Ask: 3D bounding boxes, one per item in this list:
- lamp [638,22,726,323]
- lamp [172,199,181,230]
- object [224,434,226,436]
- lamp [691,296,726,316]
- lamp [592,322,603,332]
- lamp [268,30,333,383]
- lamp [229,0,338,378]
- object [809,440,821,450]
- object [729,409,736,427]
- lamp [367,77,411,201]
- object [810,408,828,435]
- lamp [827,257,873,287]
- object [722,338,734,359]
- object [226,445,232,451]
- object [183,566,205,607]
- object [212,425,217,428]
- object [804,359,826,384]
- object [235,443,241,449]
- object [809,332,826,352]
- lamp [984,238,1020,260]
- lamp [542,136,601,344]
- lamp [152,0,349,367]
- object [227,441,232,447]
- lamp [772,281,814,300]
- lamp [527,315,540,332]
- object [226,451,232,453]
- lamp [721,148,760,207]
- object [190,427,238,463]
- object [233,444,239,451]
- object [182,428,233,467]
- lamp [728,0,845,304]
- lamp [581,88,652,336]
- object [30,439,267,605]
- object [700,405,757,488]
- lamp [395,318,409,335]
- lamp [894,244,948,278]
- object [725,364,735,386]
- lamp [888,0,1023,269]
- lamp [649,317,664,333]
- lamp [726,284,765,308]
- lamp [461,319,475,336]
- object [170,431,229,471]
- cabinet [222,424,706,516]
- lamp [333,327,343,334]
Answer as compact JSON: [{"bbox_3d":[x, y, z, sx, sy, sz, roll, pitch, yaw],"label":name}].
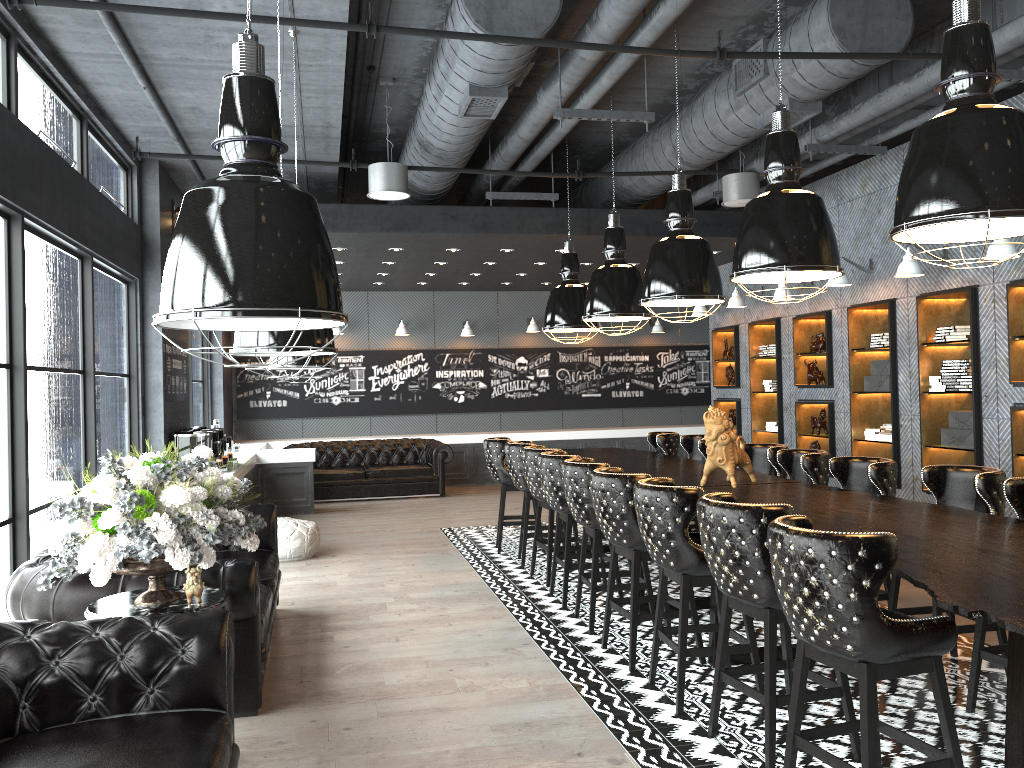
[{"bbox_3d":[1.198,-1.594,6.385,0.621,2.303,0.621,-2,-1,33],"label":"lamp"},{"bbox_3d":[-3.407,-1.648,9.118,0.139,0.480,0.145,-1,-1,-12],"label":"lamp"},{"bbox_3d":[-3.674,0.679,11.276,0.074,0.073,0.074,-1,0,8],"label":"object"},{"bbox_3d":[2.696,-1.087,12.120,0.489,0.287,0.243,-1,-1,4],"label":"lamp"},{"bbox_3d":[1.498,-1.068,15.617,0.243,0.287,0.489,-1,0,4],"label":"lamp"},{"bbox_3d":[-1.320,-1.087,5.435,0.391,2.161,0.391,-2,-1,33],"label":"lamp"},{"bbox_3d":[-0.868,-1.104,3.305,0.391,2.161,0.391,-2,-1,33],"label":"lamp"},{"bbox_3d":[3.468,0.830,10.017,0.177,0.388,0.338,-1,-1,-4],"label":"object"},{"bbox_3d":[3.078,0.468,12.209,0.253,0.249,0.126,-1,-1,-37],"label":"object"},{"bbox_3d":[-1.092,-2.162,7.779,0.381,1.045,0.380,-1,-1,-44],"label":"lamp"},{"bbox_3d":[3.477,0.426,10.090,0.143,0.306,0.317,-1,0,-17],"label":"object"},{"bbox_3d":[3.386,-1.132,8.859,0.489,0.287,0.243,-1,-1,4],"label":"lamp"},{"bbox_3d":[2.977,-0.486,12.172,0.097,0.290,0.290,-1,0,-14],"label":"object"},{"bbox_3d":[-3.557,0.799,11.133,0.074,0.073,0.074,-1,0,8],"label":"object"},{"bbox_3d":[-1.318,0.837,3.695,0.086,0.183,0.136,-1,-1,-5],"label":"object"},{"bbox_3d":[-3.726,0.550,11.102,0.074,0.073,0.074,-1,0,8],"label":"object"},{"bbox_3d":[3.449,-0.131,10.068,0.154,0.309,0.324,-1,0,-7],"label":"object"},{"bbox_3d":[-3.525,0.799,11.390,0.074,0.073,0.074,-2,0,19],"label":"object"},{"bbox_3d":[3.463,-0.469,10.036,0.138,0.222,0.278,-1,0,-12],"label":"object"},{"bbox_3d":[3.839,-1.104,6.726,0.489,0.287,0.243,-1,-1,4],"label":"lamp"},{"bbox_3d":[0.593,-1.571,9.241,0.621,2.303,0.621,-2,-1,33],"label":"lamp"},{"bbox_3d":[-0.560,-1.113,1.852,0.391,2.154,0.391,-2,-1,33],"label":"lamp"},{"bbox_3d":[-3.574,0.765,11.214,0.074,0.073,0.074,-1,0,8],"label":"object"},{"bbox_3d":[3.160,-1.098,9.931,0.489,0.287,0.243,-1,-1,4],"label":"lamp"},{"bbox_3d":[0.369,-1.040,15.377,0.243,0.287,0.489,-1,0,4],"label":"lamp"},{"bbox_3d":[-3.556,0.826,11.133,0.074,0.073,0.074,-1,0,8],"label":"object"},{"bbox_3d":[2.179,-2.240,8.474,0.380,1.045,0.381,-2,-1,14],"label":"lamp"},{"bbox_3d":[-3.283,0.678,9.726,0.503,0.426,0.335,-1,-1,-12],"label":"object"},{"bbox_3d":[-3.474,0.797,11.150,0.074,0.073,0.074,-1,0,8],"label":"object"},{"bbox_3d":[-3.179,0.674,9.235,0.503,0.426,0.335,-1,-1,-12],"label":"object"},{"bbox_3d":[1.500,-1.606,4.957,0.621,2.303,0.621,-2,-1,33],"label":"lamp"},{"bbox_3d":[0.895,-1.583,7.813,0.621,2.303,0.621,-2,-1,33],"label":"lamp"},{"bbox_3d":[-1.523,0.595,3.833,0.847,0.663,0.875,-2,0,19],"label":"object"},{"bbox_3d":[1.438,0.408,5.861,0.249,0.545,0.475,-2,-1,41],"label":"object"},{"bbox_3d":[-1.826,-0.961,14.911,0.243,0.287,0.489,-1,0,4],"label":"lamp"},{"bbox_3d":[3.613,-1.097,7.791,0.489,0.287,0.243,-1,-1,4],"label":"lamp"},{"bbox_3d":[3.026,-0.116,12.153,0.155,0.329,0.236,-1,-1,-7],"label":"object"},{"bbox_3d":[1.803,-1.618,3.529,0.621,2.303,0.621,-2,-1,33],"label":"lamp"},{"bbox_3d":[2.594,-1.058,15.849,0.243,0.287,0.489,-1,0,4],"label":"lamp"},{"bbox_3d":[2.920,-1.107,11.060,0.489,0.287,0.243,-1,-1,4],"label":"lamp"},{"bbox_3d":[-0.748,-0.960,15.139,0.243,0.287,0.489,-1,0,4],"label":"lamp"},{"bbox_3d":[-3.071,0.669,8.730,0.503,0.426,0.335,-1,-1,-12],"label":"object"},{"bbox_3d":[0.182,1.223,12.366,8.420,0.827,6.310,-1,0,-12],"label":"cabinet"},{"bbox_3d":[-2.883,-0.965,14.687,0.243,0.287,0.489,-1,0,4],"label":"lamp"}]
